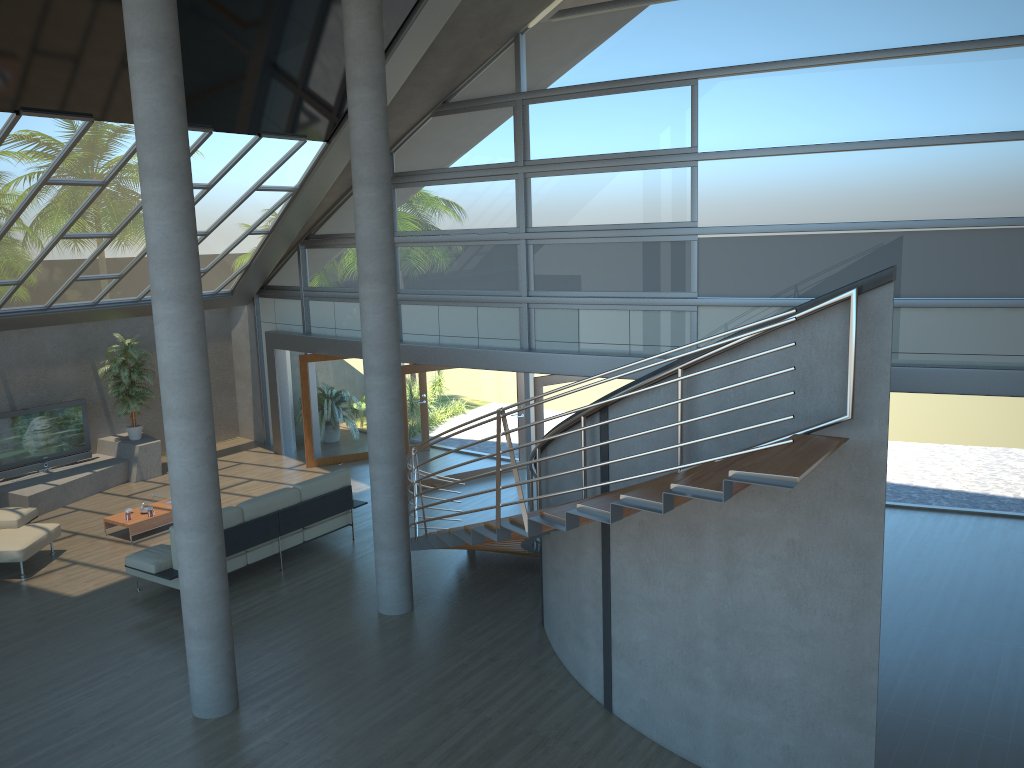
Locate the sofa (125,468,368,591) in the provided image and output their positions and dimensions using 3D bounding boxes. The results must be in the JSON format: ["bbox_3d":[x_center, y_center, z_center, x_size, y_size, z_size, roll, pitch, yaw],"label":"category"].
[{"bbox_3d":[-3.227,1.749,10.878,1.166,0.947,3.079,4,11,33],"label":"sofa"}]

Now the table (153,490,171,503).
[{"bbox_3d":[-4.763,1.760,12.741,0.680,0.342,0.400,5,12,33],"label":"table"}]

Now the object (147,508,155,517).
[{"bbox_3d":[-4.919,1.753,12.085,0.085,0.101,0.070,-7,11,-28],"label":"object"}]

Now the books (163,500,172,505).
[{"bbox_3d":[-4.837,1.696,12.688,0.275,0.005,0.189,1,10,14],"label":"books"}]

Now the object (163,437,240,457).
[{"bbox_3d":[-8.615,1.227,14.874,7.863,0.982,21.345,5,12,36],"label":"object"}]

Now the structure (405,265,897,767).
[{"bbox_3d":[0.330,0.797,7.653,2.349,3.653,6.809,-5,10,-18],"label":"structure"}]

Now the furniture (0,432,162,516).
[{"bbox_3d":[-6.924,1.415,14.465,1.577,0.610,2.936,5,12,33],"label":"furniture"}]

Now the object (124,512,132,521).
[{"bbox_3d":[-5.181,1.782,11.964,0.085,0.101,0.070,4,11,32],"label":"object"}]

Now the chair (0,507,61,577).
[{"bbox_3d":[-6.439,1.765,11.078,1.244,1.023,1.217,-2,10,-1],"label":"chair"}]

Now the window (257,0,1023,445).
[{"bbox_3d":[1.904,-1.495,11.957,16.616,6.630,1.098,4,11,32],"label":"window"}]

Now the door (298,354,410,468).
[{"bbox_3d":[-2.574,0.365,15.715,2.298,1.977,0.200,-7,11,-27],"label":"door"}]

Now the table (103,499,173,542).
[{"bbox_3d":[-4.982,1.875,12.422,0.600,0.250,1.200,5,12,33],"label":"table"}]

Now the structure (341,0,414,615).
[{"bbox_3d":[-1.351,-1.125,8.866,0.381,7.125,0.382,-4,10,-12],"label":"structure"}]

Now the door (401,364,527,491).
[{"bbox_3d":[-0.752,0.572,14.159,2.298,1.977,0.200,-8,11,-32],"label":"door"}]

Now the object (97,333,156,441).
[{"bbox_3d":[-6.513,0.039,15.107,0.932,1.857,0.895,-3,10,-7],"label":"object"}]

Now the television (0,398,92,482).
[{"bbox_3d":[-7.541,0.888,14.217,0.396,1.063,1.568,5,12,33],"label":"television"}]

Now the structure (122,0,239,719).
[{"bbox_3d":[-2.635,-0.762,6.961,0.381,7.125,0.382,5,12,33],"label":"structure"}]

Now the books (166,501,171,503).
[{"bbox_3d":[-4.795,1.686,12.720,0.275,0.005,0.189,1,10,17],"label":"books"}]

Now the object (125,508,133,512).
[{"bbox_3d":[-5.293,1.744,12.248,0.102,0.086,0.100,6,12,37],"label":"object"}]

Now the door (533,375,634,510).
[{"bbox_3d":[1.262,0.744,12.766,2.298,1.977,0.200,-9,12,-35],"label":"door"}]

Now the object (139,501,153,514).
[{"bbox_3d":[-5.053,1.699,12.244,0.178,0.161,0.178,-4,10,-15],"label":"object"}]
